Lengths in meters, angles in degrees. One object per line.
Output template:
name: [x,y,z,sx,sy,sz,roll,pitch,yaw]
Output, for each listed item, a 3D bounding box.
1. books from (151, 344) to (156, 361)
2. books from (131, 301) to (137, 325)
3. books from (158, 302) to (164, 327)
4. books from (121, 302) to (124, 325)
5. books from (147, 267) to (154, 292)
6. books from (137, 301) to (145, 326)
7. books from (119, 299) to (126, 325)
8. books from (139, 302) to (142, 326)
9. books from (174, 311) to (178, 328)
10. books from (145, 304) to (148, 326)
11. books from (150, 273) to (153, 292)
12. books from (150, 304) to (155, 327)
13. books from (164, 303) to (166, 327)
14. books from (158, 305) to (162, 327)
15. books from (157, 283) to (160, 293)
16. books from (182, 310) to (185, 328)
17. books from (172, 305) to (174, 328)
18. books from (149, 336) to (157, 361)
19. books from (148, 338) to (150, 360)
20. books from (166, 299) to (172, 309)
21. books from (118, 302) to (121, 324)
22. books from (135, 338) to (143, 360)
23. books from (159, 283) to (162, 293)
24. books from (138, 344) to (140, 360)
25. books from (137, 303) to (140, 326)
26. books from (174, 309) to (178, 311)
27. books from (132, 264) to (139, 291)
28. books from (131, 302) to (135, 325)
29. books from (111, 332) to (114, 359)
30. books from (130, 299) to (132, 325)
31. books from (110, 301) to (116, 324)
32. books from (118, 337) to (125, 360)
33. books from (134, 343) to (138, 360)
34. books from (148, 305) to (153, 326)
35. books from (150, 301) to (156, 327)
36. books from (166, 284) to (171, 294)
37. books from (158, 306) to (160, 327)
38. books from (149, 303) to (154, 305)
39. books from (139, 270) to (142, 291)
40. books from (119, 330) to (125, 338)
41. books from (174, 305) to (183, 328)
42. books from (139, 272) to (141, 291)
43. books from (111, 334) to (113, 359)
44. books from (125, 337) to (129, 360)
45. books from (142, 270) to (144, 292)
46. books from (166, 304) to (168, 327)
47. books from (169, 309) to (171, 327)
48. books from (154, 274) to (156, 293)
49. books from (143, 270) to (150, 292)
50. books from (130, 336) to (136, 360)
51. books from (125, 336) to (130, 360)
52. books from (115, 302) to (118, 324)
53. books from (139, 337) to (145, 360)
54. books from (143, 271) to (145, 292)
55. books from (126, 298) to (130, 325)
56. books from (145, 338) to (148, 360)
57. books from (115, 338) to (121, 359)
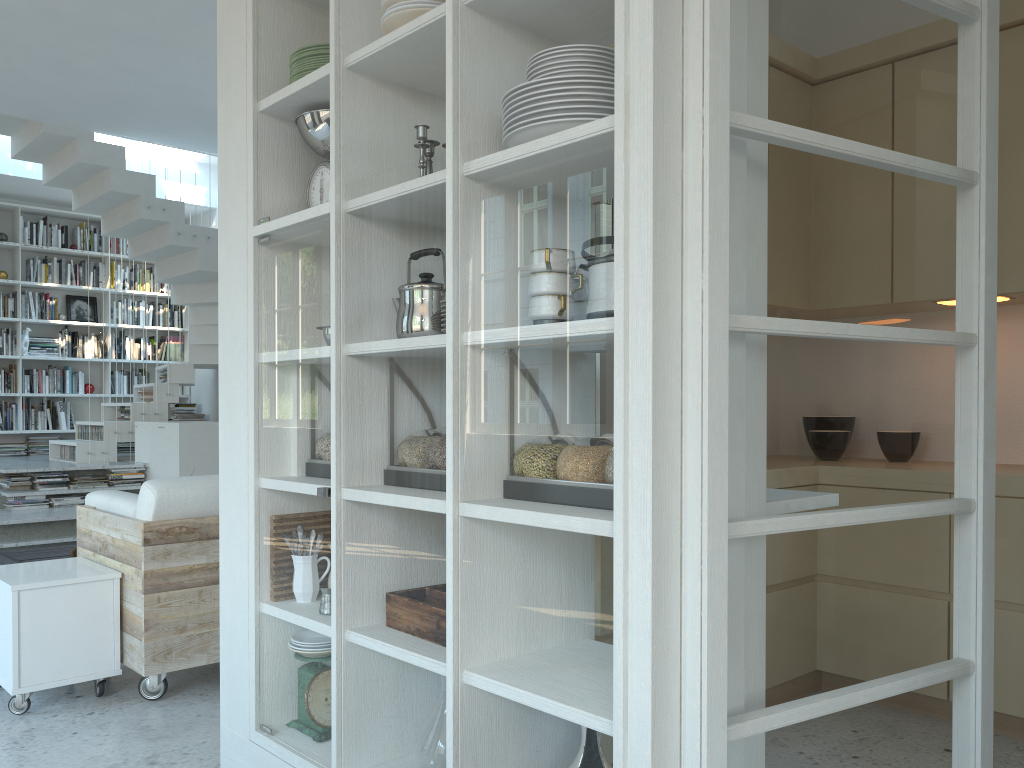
books: [-3.959,-0.634,9.742,0.024,0.181,0.191,1,-1,-42]
books: [-4.112,-1.047,9.646,0.025,0.271,0.152,1,-1,-42]
books: [-3.892,-1.054,9.837,0.012,0.283,0.151,1,-1,-42]
books: [-4.209,-1.040,9.544,0.026,0.256,0.173,1,-1,-42]
books: [-3.975,-1.427,9.771,0.010,0.295,0.165,1,-1,-42]
books: [-4.052,-1.054,9.691,0.030,0.284,0.166,1,-1,-42]
books: [-4.185,-1.055,9.548,0.014,0.285,0.185,1,-1,-42]
books: [-4.068,-1.043,9.670,0.022,0.263,0.172,1,-1,-42]
books: [-3.785,-1.010,9.923,0.029,0.195,0.192,1,-1,-42]
books: [-4.025,-1.039,9.735,0.012,0.254,0.161,1,-1,-42]
books: [-3.982,-1.389,9.753,0.023,0.220,0.171,1,-1,-42]
books: [-3.970,-1.041,9.766,0.023,0.258,0.184,1,-1,-42]
books: [-3.881,-1.051,9.843,0.013,0.277,0.188,1,-1,-42]
books: [-3.912,-1.039,9.831,0.025,0.252,0.160,1,-1,-42]
books: [-3.938,-1.370,9.819,0.034,0.183,0.156,1,-1,-42]
books: [-3.726,-1.022,9.985,0.021,0.219,0.184,1,-1,-42]
books: [-3.812,-1.054,9.921,0.013,0.283,0.149,1,-1,-42]
books: [-3.959,-0.683,9.780,0.026,0.278,0.170,1,-1,-42]
books: [-4.013,-0.668,9.744,0.025,0.249,0.133,1,-1,-42]
books: [-3.827,-1.078,9.919,0.013,0.330,0.140,1,-1,-42]
books: [-4.229,-1.036,9.512,0.023,0.247,0.182,1,-1,-42]
books: [-4.064,-0.667,9.669,0.022,0.247,0.181,1,-1,-42]
books: [-3.904,-1.410,9.824,0.022,0.261,0.160,1,-1,-42]
books: [-4.094,-0.636,9.664,0.030,0.184,0.137,1,-1,-42]
books: [-4.087,-1.042,9.656,0.024,0.259,0.156,1,-1,-42]
books: [-3.789,-1.028,9.966,0.024,0.230,0.131,1,-1,-42]
books: [-4.060,-1.427,9.588,0.022,0.296,0.152,1,-1,-42]
books: [-4.120,-1.042,9.627,0.013,0.260,0.158,1,-1,-42]
books: [-4.290,-0.690,9.484,0.010,0.293,0.164,1,-1,-42]
books: [-4.148,-1.058,9.601,0.012,0.293,0.165,1,-1,-42]
books: [-4.271,-1.039,9.494,0.012,0.254,0.161,1,-1,-42]
books: [-4.202,-0.665,9.539,0.022,0.243,0.170,1,-1,-42]
books: [-4.099,-0.638,9.630,0.023,0.189,0.169,1,-1,-42]
books: [-3.990,-1.035,9.738,0.045,0.245,0.177,1,-1,-42]
books: [-3.958,-1.058,9.803,0.024,0.292,0.132,1,-1,-42]
books: [-3.849,-1.406,9.883,0.070,0.254,0.154,1,-1,-42]
books: [-3.939,-1.031,9.820,0.028,0.237,0.145,1,-1,-42]
books: [-3.973,-1.049,9.795,0.010,0.274,0.130,1,-1,-42]
books: [-4.040,-1.400,9.618,0.022,0.242,0.144,1,-1,-42]
books: [-4.202,-0.704,9.565,0.012,0.322,0.141,1,-1,-42]
books: [-3.748,-1.059,9.964,0.042,0.292,0.186,1,-1,-42]
books: [-4.049,-1.382,9.602,0.014,0.206,0.184,1,-1,-42]
books: [-4.293,-0.682,9.461,0.025,0.277,0.160,1,-1,-42]
books: [-4.175,-0.666,9.562,0.026,0.246,0.180,1,-1,-42]
books: [-4.028,-1.398,9.630,0.012,0.238,0.165,1,-1,-42]
books: [-3.864,-1.046,9.855,0.028,0.268,0.173,1,-1,-42]
books: [-3.843,-1.018,9.871,0.025,0.211,0.188,1,-1,-42]
books: [-3.957,-1.385,9.769,0.013,0.213,0.186,1,-1,-42]
books: [-4.007,-1.400,9.666,0.042,0.242,0.247,1,-1,-42]
books: [-4.128,-0.674,9.604,0.056,0.261,0.176,1,-1,-42]
books: [-4.165,-0.676,9.587,0.022,0.265,0.157,1,-1,-42]
books: [-4.266,-1.037,9.516,0.026,0.250,0.160,1,-1,-42]
books: [-4.052,-0.673,9.694,0.029,0.259,0.171,1,-1,-42]
books: [-4.012,-1.390,9.631,0.013,0.222,0.174,1,-1,-42]
books: [-4.168,-1.060,9.598,0.022,0.297,0.162,1,-1,-42]
books: [-4.025,-0.671,9.729,0.012,0.254,0.161,1,-1,-42]
books: [-4.253,-0.662,9.529,0.066,0.236,0.144,1,-1,-42]
